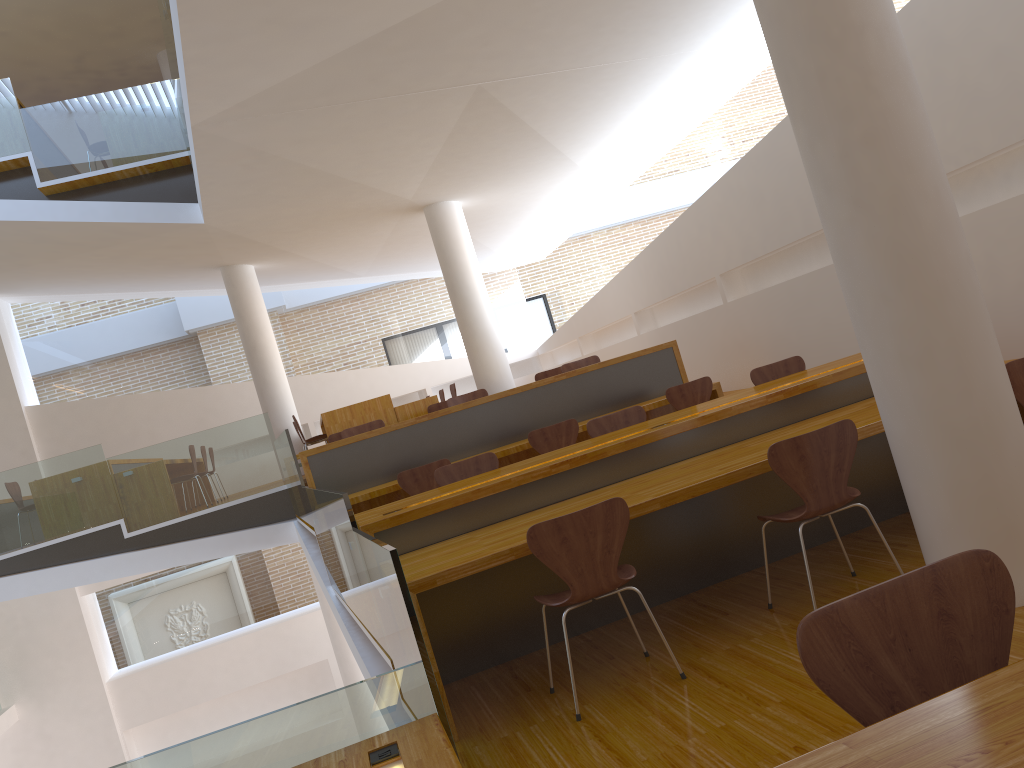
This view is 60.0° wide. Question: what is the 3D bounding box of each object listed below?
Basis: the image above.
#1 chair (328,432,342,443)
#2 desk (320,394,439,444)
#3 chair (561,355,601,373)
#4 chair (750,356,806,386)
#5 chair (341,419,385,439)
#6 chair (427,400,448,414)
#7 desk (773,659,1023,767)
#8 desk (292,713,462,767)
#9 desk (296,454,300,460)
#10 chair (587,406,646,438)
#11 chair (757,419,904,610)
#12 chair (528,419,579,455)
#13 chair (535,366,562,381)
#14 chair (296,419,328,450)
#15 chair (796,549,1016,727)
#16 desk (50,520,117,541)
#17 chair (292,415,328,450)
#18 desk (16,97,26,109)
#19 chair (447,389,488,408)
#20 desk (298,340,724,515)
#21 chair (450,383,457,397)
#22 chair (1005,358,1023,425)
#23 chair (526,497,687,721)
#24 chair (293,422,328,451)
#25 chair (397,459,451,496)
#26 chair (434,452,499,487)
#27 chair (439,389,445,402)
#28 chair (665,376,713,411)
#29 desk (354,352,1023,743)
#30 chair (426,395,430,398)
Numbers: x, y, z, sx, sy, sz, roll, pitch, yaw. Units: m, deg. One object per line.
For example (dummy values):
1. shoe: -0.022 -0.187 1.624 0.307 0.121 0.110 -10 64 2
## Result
1. chair: -1.482 0.774 8.480 0.428 0.693 0.381 -17 -1 -13
2. desk: -1.679 0.630 11.089 1.247 0.762 3.194 -17 -1 -13
3. chair: 0.758 0.093 8.076 0.428 0.693 0.381 -17 -1 -13
4. chair: 1.811 0.180 5.484 0.428 0.693 0.381 -17 -1 -13
5. chair: -1.189 0.675 7.642 0.428 0.693 0.381 -17 -1 -13
6. chair: -0.576 0.503 8.700 0.428 0.693 0.381 -17 -1 -13
7. desk: 1.727 0.369 1.030 3.185 0.606 0.760 -17 -1 -13
8. desk: -0.171 1.340 1.241 0.760 0.606 3.185 -17 -1 -13
9. desk: -0.563 0.549 9.113 3.356 0.606 0.760 -17 -1 -13
10. chair: 0.759 0.495 5.267 0.428 0.693 0.381 -17 -1 -13
11. chair: 1.192 0.522 3.520 0.428 0.693 0.381 -17 -1 -13
12. chair: 0.348 0.638 6.543 0.428 0.693 0.381 -17 -1 -13
13. chair: 0.460 0.195 8.991 0.428 0.693 0.381 -17 -1 -13
14. chair: -2.356 0.707 10.765 0.381 0.693 0.428 -17 -1 -13
15. chair: 0.741 0.629 1.230 0.428 0.693 0.381 -17 -1 -13
16. desk: -4.386 1.278 10.377 1.248 0.757 3.196 -17 -1 -13
17. chair: -2.148 0.632 9.819 0.381 0.693 0.428 -17 -1 -13
18. desk: -5.587 -2.374 10.364 0.760 0.606 3.196 -17 -1 -13
19. chair: -0.283 0.404 7.862 0.428 0.693 0.381 -17 -1 -13
20. desk: 0.013 0.567 7.152 3.216 1.022 1.248 -17 -1 -13
21. chair: -0.772 0.376 10.504 0.381 0.693 0.428 -17 -1 -13
22. chair: 2.228 0.213 3.812 0.428 0.693 0.381 -17 -1 -13
23. chair: 0.286 0.792 3.300 0.428 0.693 0.381 -17 -1 -13
24. chair: -2.540 0.771 11.421 0.381 0.693 0.428 -17 -1 -13
25. chair: -0.558 0.909 6.323 0.428 0.693 0.381 -17 -1 -13
26. chair: -0.147 0.765 5.047 0.428 0.693 0.381 -17 -1 -13
27. chair: -0.980 0.451 11.450 0.381 0.693 0.428 -17 -1 -13
28. chair: 1.384 0.330 6.835 0.428 0.693 0.381 -17 -1 -13
29. desk: 0.948 0.559 4.309 3.243 0.785 1.527 -17 -1 -13
30. chair: -1.255 0.547 12.531 0.381 0.693 0.428 -17 -1 -13
